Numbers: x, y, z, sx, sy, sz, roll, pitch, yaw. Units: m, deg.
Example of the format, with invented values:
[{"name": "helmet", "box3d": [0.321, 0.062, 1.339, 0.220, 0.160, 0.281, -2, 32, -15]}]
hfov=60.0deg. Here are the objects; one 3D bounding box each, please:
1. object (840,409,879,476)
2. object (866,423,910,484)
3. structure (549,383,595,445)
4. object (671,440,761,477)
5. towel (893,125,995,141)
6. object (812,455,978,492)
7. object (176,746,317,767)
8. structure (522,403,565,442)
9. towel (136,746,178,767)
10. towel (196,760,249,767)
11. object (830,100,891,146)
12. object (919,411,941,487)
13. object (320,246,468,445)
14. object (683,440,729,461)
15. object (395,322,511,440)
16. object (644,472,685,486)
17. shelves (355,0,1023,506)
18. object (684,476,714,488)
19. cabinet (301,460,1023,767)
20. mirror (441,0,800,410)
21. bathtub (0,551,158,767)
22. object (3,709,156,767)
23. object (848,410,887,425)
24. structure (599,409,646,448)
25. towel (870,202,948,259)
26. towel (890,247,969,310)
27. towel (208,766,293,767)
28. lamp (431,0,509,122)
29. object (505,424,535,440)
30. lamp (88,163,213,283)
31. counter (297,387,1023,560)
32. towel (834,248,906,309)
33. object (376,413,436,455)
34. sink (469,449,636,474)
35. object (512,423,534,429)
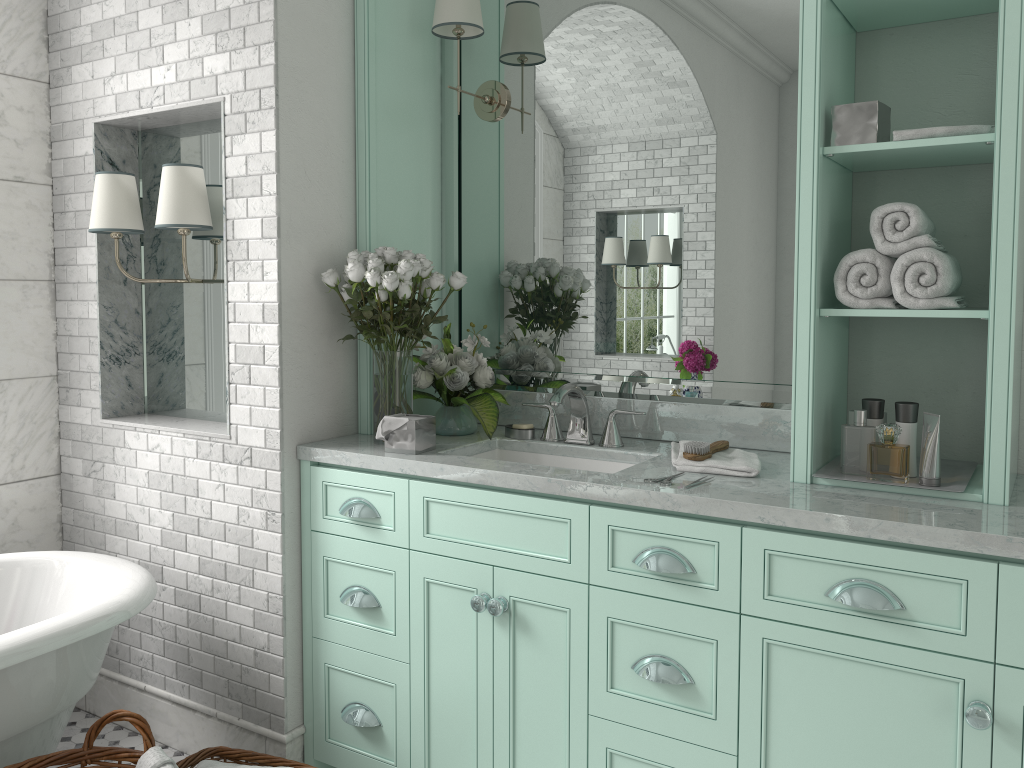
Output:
[{"name": "object", "box3d": [0.909, 0.152, 2.317, 0.093, 0.169, 0.035, 3, 4, 32]}, {"name": "object", "box3d": [0.952, 0.171, 2.242, 0.093, 0.147, 0.063, 3, 5, 37]}, {"name": "structure", "box3d": [0.197, 0.099, 2.847, 0.103, 0.204, 0.235, 2, 5, 21]}, {"name": "object", "box3d": [0.572, 0.213, 2.531, 0.317, 0.055, 0.240, 3, 6, 28]}, {"name": "towel", "box3d": [1.110, -0.625, 2.256, 0.239, 0.055, 0.317, 3, 7, 28]}, {"name": "object", "box3d": [1.028, 0.230, 2.361, 0.350, 0.008, 0.439, 4, 7, 32]}, {"name": "object", "box3d": [-0.747, 1.249, 2.489, 0.550, 0.260, 0.346, 2, 5, 22]}, {"name": "structure", "box3d": [0.101, 0.126, 2.992, 0.157, 0.121, 0.083, 1, 4, 16]}, {"name": "towel", "box3d": [-0.981, 1.156, 2.040, 0.460, 0.468, 0.383, -2, 5, -19]}, {"name": "towel", "box3d": [-0.764, 1.172, 2.537, 0.313, 0.185, 0.165, 0, 4, 2]}, {"name": "object", "box3d": [0.902, -0.662, 2.289, 0.118, 0.105, 0.122, 4, 6, 37]}, {"name": "object", "box3d": [1.034, 0.161, 2.187, 0.050, 0.179, 0.050, 3, 4, 34]}, {"name": "object", "box3d": [-0.394, -0.125, 2.916, 0.356, 0.652, 0.392, 4, 6, 43]}, {"name": "object", "box3d": [0.568, 0.182, 2.550, 0.068, 0.044, 0.229, 4, 7, 41]}, {"name": "object", "box3d": [-0.200, -0.020, 3.109, 0.453, 0.401, 0.395, 3, 6, 33]}, {"name": "object", "box3d": [0.404, 0.249, 2.361, 0.075, 0.007, 0.176, 3, 6, 24]}, {"name": "shelves", "box3d": [0.778, -0.825, 2.498, 2.811, 2.118, 0.466, 3, 5, 32]}, {"name": "object", "box3d": [0.484, 0.254, 2.303, 0.020, 0.005, 0.168, 4, 7, 36]}, {"name": "cabinet", "box3d": [0.703, 0.829, 2.489, 2.800, 1.095, 0.865, 4, 6, 32]}, {"name": "mirror", "box3d": [0.344, -0.918, 2.996, 1.437, 1.928, 0.015, 3, 4, 32]}, {"name": "bathtub", "box3d": [-1.873, 1.038, 2.089, 0.942, 0.756, 2.170, 3, 6, 32]}, {"name": "object", "box3d": [-1.035, 1.142, 2.017, 0.519, 0.569, 0.520, -2, 5, -26]}, {"name": "object", "box3d": [0.970, 0.151, 2.420, 0.093, 0.151, 0.035, 3, 5, 35]}, {"name": "structure", "box3d": [0.358, 0.140, 2.857, 0.157, 0.121, 0.083, 1, 4, 16]}, {"name": "towel", "box3d": [1.038, -0.400, 2.322, 0.169, 0.142, 0.299, 3, 6, 32]}, {"name": "towel", "box3d": [1.081, -0.270, 2.283, 0.160, 0.159, 0.305, 3, 6, 32]}, {"name": "towel", "box3d": [-0.721, 1.139, 2.400, 0.321, 0.211, 0.149, 1, 4, 14]}, {"name": "lamp", "box3d": [-0.155, -1.184, 3.120, 0.183, 0.486, 0.309, 2, 5, 31]}, {"name": "object", "box3d": [0.027, 0.164, 3.042, 0.080, 0.035, 0.134, -4, 7, -40]}, {"name": "lamp", "box3d": [-1.210, -0.546, 3.092, 0.548, 0.382, 0.309, 3, 5, 32]}, {"name": "counter", "box3d": [0.714, 0.195, 2.468, 2.809, 0.181, 0.826, 4, 7, 32]}, {"name": "towel", "box3d": [0.964, -0.279, 2.359, 0.153, 0.162, 0.312, 3, 6, 32]}, {"name": "object", "box3d": [-0.334, 0.153, 2.765, 0.136, 0.112, 0.147, 3, 6, 27]}, {"name": "sink", "box3d": [0.112, 0.284, 2.739, 0.603, 0.079, 0.347, 4, 7, 32]}, {"name": "object", "box3d": [0.038, 0.145, 3.025, 0.052, 0.022, 0.077, -4, 7, -37]}]
